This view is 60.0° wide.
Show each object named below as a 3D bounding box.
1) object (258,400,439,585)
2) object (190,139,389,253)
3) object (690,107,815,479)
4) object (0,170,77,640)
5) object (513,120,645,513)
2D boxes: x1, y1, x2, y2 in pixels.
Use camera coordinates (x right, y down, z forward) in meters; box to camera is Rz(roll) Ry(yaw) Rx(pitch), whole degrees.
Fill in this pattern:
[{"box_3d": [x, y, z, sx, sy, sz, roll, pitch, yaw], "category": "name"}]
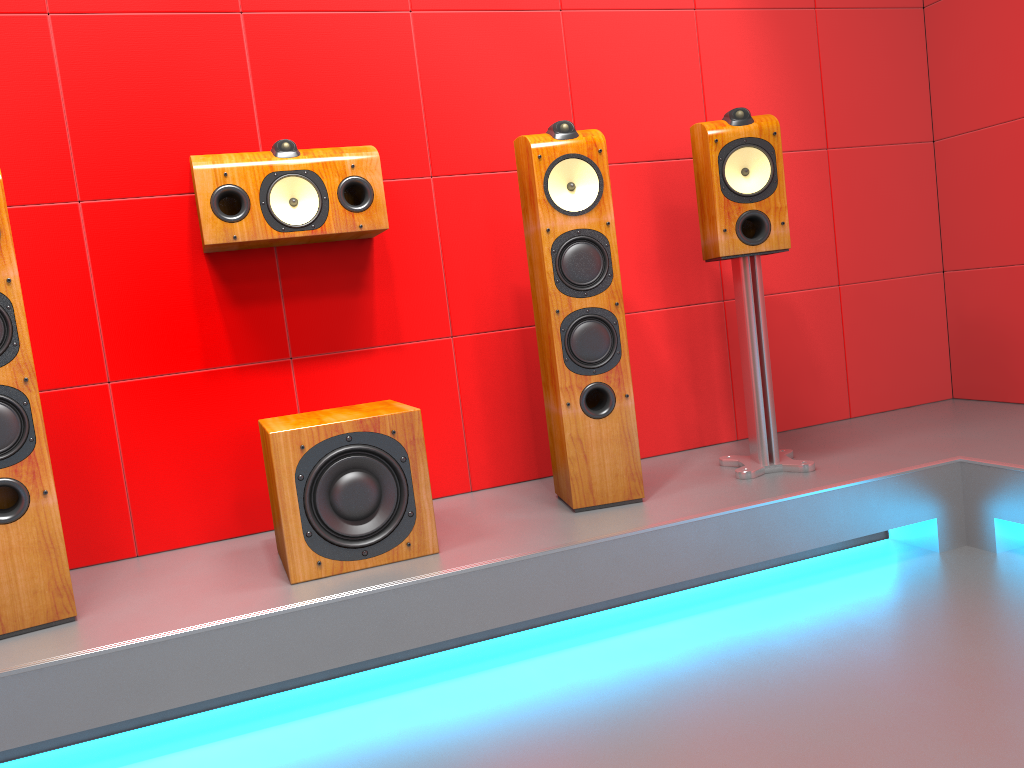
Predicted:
[{"box_3d": [-0.424, 0.255, 2.259, 0.360, 0.360, 0.360, -9, 6, -19], "category": "object"}, {"box_3d": [-0.627, -0.537, 2.491, 0.493, 0.271, 0.235, -9, 6, -19], "category": "object"}, {"box_3d": [0.705, -0.271, 2.640, 0.231, 1.058, 0.265, -7, 5, 1], "category": "object"}, {"box_3d": [-1.175, 0.023, 1.981, 0.203, 1.052, 0.238, -10, 6, -29], "category": "object"}, {"box_3d": [0.185, -0.190, 2.482, 0.203, 1.052, 0.238, -8, 5, -9], "category": "object"}]
